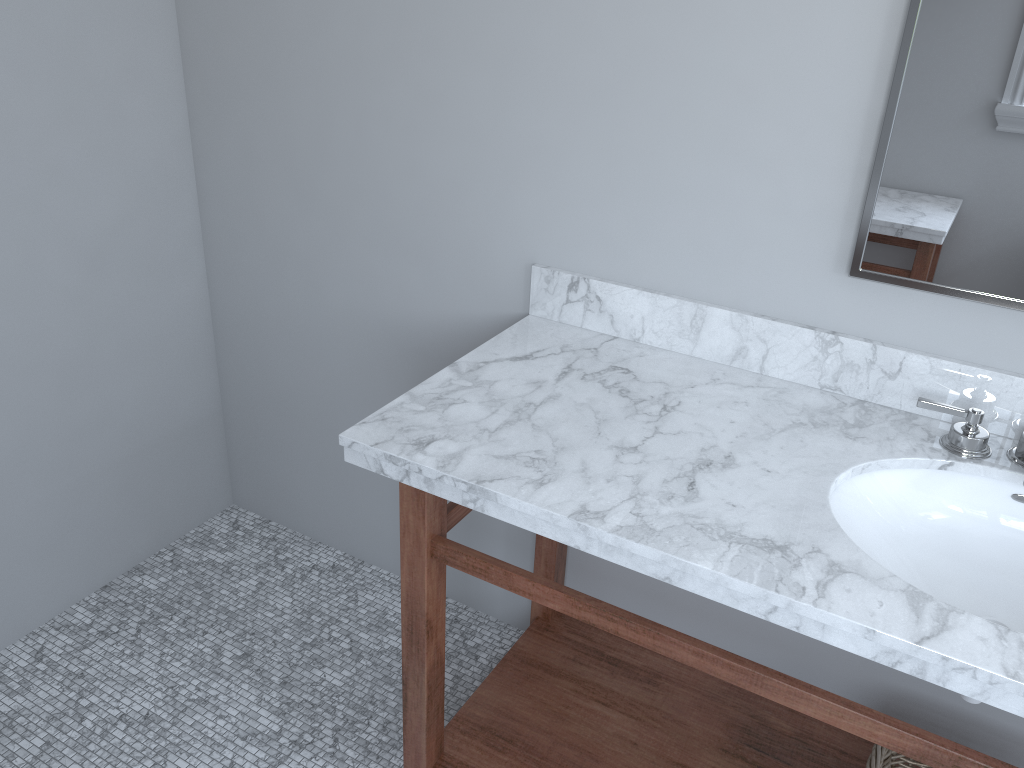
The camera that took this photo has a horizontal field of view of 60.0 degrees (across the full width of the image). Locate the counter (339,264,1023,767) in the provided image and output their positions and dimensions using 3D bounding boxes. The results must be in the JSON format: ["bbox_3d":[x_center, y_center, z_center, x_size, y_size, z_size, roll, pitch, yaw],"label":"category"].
[{"bbox_3d":[0.584,0.518,1.463,1.657,0.983,0.638,17,30,26],"label":"counter"}]

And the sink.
[{"bbox_3d":[0.696,0.348,1.302,0.494,0.270,0.517,-3,27,-11],"label":"sink"}]

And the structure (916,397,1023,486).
[{"bbox_3d":[0.833,0.099,1.394,0.295,0.069,0.256,-3,27,-11],"label":"structure"}]

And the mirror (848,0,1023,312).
[{"bbox_3d":[0.901,-0.535,1.155,0.694,0.977,0.030,17,30,26],"label":"mirror"}]

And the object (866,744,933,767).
[{"bbox_3d":[0.783,0.785,1.470,0.417,0.198,0.262,17,30,26],"label":"object"}]
